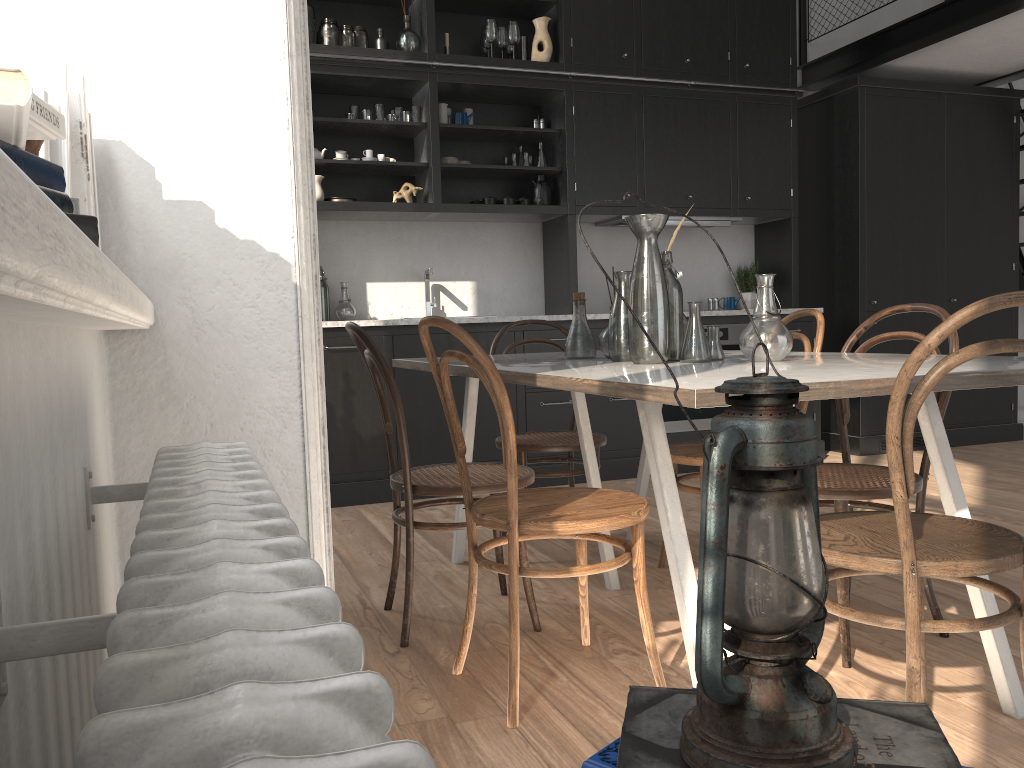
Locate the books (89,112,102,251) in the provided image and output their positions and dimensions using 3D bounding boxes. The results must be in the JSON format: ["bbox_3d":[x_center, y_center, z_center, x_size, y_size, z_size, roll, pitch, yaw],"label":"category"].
[{"bbox_3d":[-0.639,-0.234,1.165,0.174,0.244,0.040,-3,4,-20],"label":"books"}]

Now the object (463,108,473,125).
[{"bbox_3d":[-0.246,-1.526,5.162,0.082,0.135,0.059,-5,5,-37],"label":"object"}]

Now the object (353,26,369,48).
[{"bbox_3d":[-0.838,-1.872,4.899,0.092,0.185,0.092,-2,4,-5],"label":"object"}]

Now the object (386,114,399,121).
[{"bbox_3d":[-0.657,-1.450,4.874,0.071,0.047,0.071,-1,4,18],"label":"object"}]

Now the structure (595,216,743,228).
[{"bbox_3d":[0.984,-1.034,5.571,0.843,0.123,0.379,-3,4,-20],"label":"structure"}]

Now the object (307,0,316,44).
[{"bbox_3d":[-1.093,-1.874,4.625,0.118,0.238,0.118,-5,5,-34],"label":"object"}]

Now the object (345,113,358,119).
[{"bbox_3d":[-0.871,-1.440,4.819,0.071,0.047,0.071,-1,4,18],"label":"object"}]

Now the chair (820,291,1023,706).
[{"bbox_3d":[0.794,0.293,1.723,0.438,0.921,0.549,-3,4,-12],"label":"chair"}]

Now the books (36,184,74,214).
[{"bbox_3d":[-0.382,-0.113,0.515,0.155,0.022,0.205,-2,4,0],"label":"books"}]

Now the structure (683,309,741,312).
[{"bbox_3d":[1.053,-0.446,5.493,0.592,0.011,0.427,-3,4,-20],"label":"structure"}]

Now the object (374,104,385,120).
[{"bbox_3d":[-0.728,-1.478,4.876,0.060,0.107,0.060,-1,4,8],"label":"object"}]

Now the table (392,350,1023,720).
[{"bbox_3d":[0.439,0.316,2.635,1.100,0.780,2.199,-3,4,-20],"label":"table"}]

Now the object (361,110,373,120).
[{"bbox_3d":[-0.791,-1.455,4.840,0.064,0.069,0.064,0,4,28],"label":"object"}]

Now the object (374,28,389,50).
[{"bbox_3d":[-0.728,-1.878,4.933,0.082,0.185,0.082,-3,4,-19],"label":"object"}]

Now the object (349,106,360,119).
[{"bbox_3d":[-0.868,-1.475,4.896,0.060,0.107,0.060,1,5,38],"label":"object"}]

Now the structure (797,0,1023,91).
[{"bbox_3d":[4.892,-2.581,3.951,4.157,1.214,5.924,-3,4,-20],"label":"structure"}]

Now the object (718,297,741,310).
[{"bbox_3d":[1.432,-0.524,5.824,0.082,0.094,0.140,-4,4,-30],"label":"object"}]

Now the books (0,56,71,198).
[{"bbox_3d":[-0.534,-0.216,0.877,0.174,0.235,0.100,-3,4,-20],"label":"books"}]

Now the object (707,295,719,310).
[{"bbox_3d":[1.317,-0.530,5.806,0.080,0.116,0.040,-3,4,-15],"label":"object"}]

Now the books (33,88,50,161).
[{"bbox_3d":[-0.524,-0.194,0.840,0.155,0.194,0.105,-3,4,-21],"label":"books"}]

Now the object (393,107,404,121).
[{"bbox_3d":[-0.630,-1.487,4.956,0.060,0.107,0.060,2,5,43],"label":"object"}]

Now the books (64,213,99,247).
[{"bbox_3d":[-0.382,-0.090,0.510,0.147,0.023,0.221,0,4,29],"label":"books"}]

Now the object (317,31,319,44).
[{"bbox_3d":[-1.013,-1.860,4.859,0.092,0.185,0.092,1,5,35],"label":"object"}]

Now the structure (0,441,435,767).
[{"bbox_3d":[-0.766,-1.458,2.029,0.340,4.476,5.179,-3,4,-20],"label":"structure"}]

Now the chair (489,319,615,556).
[{"bbox_3d":[0.146,0.198,3.558,0.438,0.921,0.549,-2,4,-7],"label":"chair"}]

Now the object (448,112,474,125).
[{"bbox_3d":[-0.290,-1.497,5.060,0.140,0.094,0.082,1,5,35],"label":"object"}]

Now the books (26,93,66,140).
[{"bbox_3d":[-0.399,-0.182,0.530,0.174,0.019,0.243,-2,4,-10],"label":"books"}]

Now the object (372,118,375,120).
[{"bbox_3d":[-0.797,-1.449,4.932,0.071,0.047,0.071,-4,4,-32],"label":"object"}]

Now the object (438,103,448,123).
[{"bbox_3d":[-0.401,-1.512,5.024,0.082,0.135,0.059,1,5,38],"label":"object"}]

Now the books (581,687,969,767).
[{"bbox_3d":[0.188,0.278,0.614,0.232,0.029,0.162,1,5,41],"label":"books"}]

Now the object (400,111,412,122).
[{"bbox_3d":[-0.584,-1.465,4.896,0.064,0.069,0.064,-4,4,-27],"label":"object"}]

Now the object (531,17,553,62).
[{"bbox_3d":[0.170,-1.957,5.079,0.116,0.267,0.094,0,4,22],"label":"object"}]

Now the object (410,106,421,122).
[{"bbox_3d":[-0.536,-1.489,4.941,0.060,0.107,0.060,-5,5,-42],"label":"object"}]

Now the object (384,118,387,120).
[{"bbox_3d":[-0.697,-1.454,4.949,0.071,0.047,0.071,-1,4,8],"label":"object"}]

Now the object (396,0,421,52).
[{"bbox_3d":[-0.567,-1.962,4.803,0.134,0.358,0.134,0,4,25],"label":"object"}]

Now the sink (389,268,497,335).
[{"bbox_3d":[-0.415,-0.401,4.991,0.526,0.505,0.514,-3,4,-20],"label":"sink"}]

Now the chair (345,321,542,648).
[{"bbox_3d":[-0.205,0.265,2.682,0.549,0.921,0.437,-3,4,-13],"label":"chair"}]

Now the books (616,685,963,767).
[{"bbox_3d":[0.186,0.255,0.614,0.221,0.027,0.147,-1,4,12],"label":"books"}]

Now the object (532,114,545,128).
[{"bbox_3d":[0.159,-1.534,5.242,0.080,0.116,0.040,-2,4,0],"label":"object"}]

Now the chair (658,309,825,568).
[{"bbox_3d":[0.783,0.210,3.046,0.549,0.921,0.437,-2,4,-9],"label":"chair"}]

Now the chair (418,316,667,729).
[{"bbox_3d":[0.066,0.288,2.171,0.549,0.921,0.437,-3,4,-22],"label":"chair"}]

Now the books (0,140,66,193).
[{"bbox_3d":[-0.382,-0.135,0.516,0.147,0.023,0.221,-2,4,-4],"label":"books"}]

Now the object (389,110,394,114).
[{"bbox_3d":[-0.664,-1.489,5.017,0.060,0.107,0.060,-3,4,-22],"label":"object"}]

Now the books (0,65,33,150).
[{"bbox_3d":[-0.372,-0.157,0.521,0.155,0.020,0.205,-4,4,-30],"label":"books"}]

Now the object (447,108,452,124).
[{"bbox_3d":[-0.380,-1.519,5.120,0.059,0.135,0.082,-1,4,8],"label":"object"}]

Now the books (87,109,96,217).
[{"bbox_3d":[-0.630,-0.232,1.134,0.175,0.243,0.024,-3,4,-20],"label":"books"}]

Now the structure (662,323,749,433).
[{"bbox_3d":[1.069,-0.052,5.515,0.622,0.623,0.618,-3,4,-20],"label":"structure"}]

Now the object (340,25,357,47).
[{"bbox_3d":[-0.888,-1.846,4.781,0.096,0.150,0.096,-4,5,-31],"label":"object"}]

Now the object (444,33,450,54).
[{"bbox_3d":[-0.362,-1.880,4.948,0.123,0.161,0.123,-3,4,-11],"label":"object"}]

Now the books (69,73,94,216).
[{"bbox_3d":[-0.567,-0.225,0.993,0.175,0.243,0.024,-3,4,-20],"label":"books"}]

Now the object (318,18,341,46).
[{"bbox_3d":[-0.965,-1.841,4.695,0.114,0.155,0.114,-3,4,-16],"label":"object"}]

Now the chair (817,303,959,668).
[{"bbox_3d":[0.950,0.240,2.485,0.549,0.921,0.437,-4,4,-24],"label":"chair"}]
